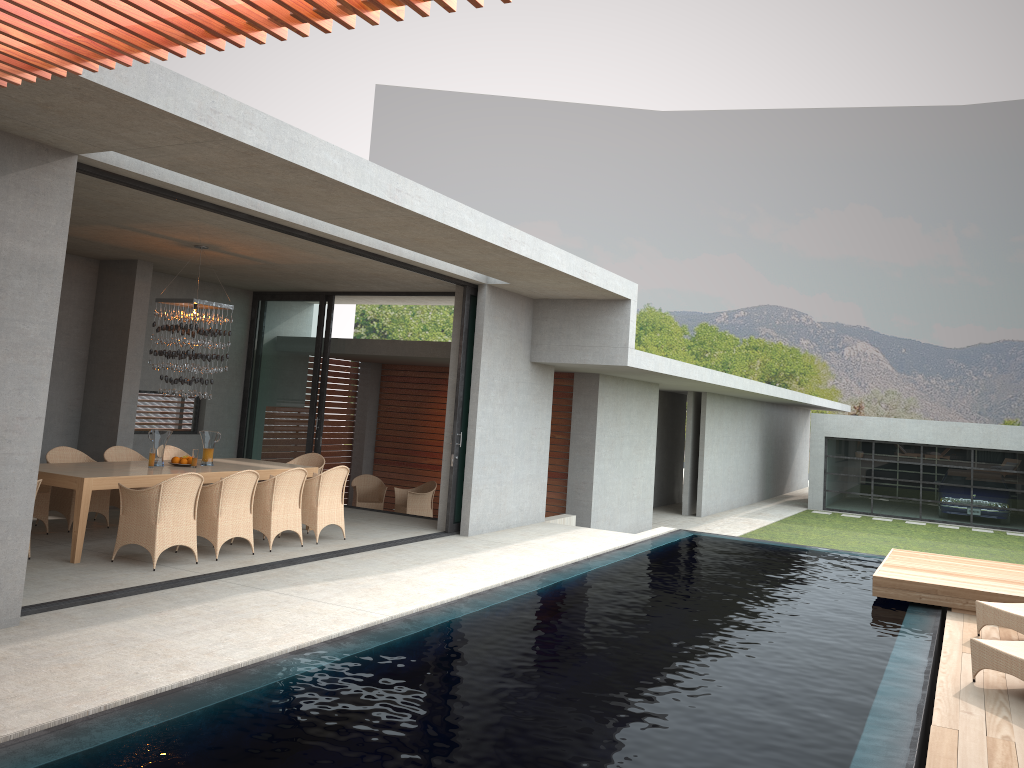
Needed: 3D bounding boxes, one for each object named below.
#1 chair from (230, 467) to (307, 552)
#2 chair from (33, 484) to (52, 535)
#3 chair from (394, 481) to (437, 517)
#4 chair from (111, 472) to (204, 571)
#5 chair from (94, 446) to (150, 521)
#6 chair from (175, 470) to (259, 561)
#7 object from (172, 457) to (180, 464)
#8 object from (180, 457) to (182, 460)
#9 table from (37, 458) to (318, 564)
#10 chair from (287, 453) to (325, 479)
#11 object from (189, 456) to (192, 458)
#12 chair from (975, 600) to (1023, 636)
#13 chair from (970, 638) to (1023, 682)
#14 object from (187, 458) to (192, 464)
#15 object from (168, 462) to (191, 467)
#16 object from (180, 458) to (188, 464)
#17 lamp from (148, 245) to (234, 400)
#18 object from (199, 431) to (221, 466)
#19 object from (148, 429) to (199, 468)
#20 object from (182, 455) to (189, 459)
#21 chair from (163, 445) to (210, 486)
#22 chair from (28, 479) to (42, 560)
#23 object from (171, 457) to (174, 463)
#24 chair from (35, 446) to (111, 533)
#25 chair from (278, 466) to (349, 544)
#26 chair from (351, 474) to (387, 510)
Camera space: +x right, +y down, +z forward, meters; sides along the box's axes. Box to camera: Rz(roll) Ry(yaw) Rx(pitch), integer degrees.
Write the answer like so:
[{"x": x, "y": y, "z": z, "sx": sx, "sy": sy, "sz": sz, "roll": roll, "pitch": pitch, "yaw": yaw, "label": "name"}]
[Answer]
[{"x": -2.578, "y": 1.306, "z": 9.518, "sx": 0.630, "sy": 0.870, "sz": 0.612, "roll": 2, "pitch": -5, "yaw": 27, "label": "chair"}, {"x": -5.207, "y": 1.116, "z": 9.210, "sx": 0.630, "sy": 0.870, "sz": 0.612, "roll": 2, "pitch": -5, "yaw": 27, "label": "chair"}, {"x": -1.652, "y": 2.099, "z": 15.193, "sx": 0.627, "sy": 0.870, "sz": 0.616, "roll": 7, "pitch": -5, "yaw": -32, "label": "chair"}, {"x": -3.255, "y": 1.228, "z": 8.217, "sx": 0.630, "sy": 0.870, "sz": 0.612, "roll": 2, "pitch": -5, "yaw": 27, "label": "chair"}, {"x": -4.531, "y": 1.194, "z": 10.511, "sx": 0.630, "sy": 0.870, "sz": 0.612, "roll": 2, "pitch": -5, "yaw": 27, "label": "chair"}, {"x": -2.917, "y": 1.267, "z": 8.867, "sx": 0.630, "sy": 0.870, "sz": 0.612, "roll": 2, "pitch": -5, "yaw": 27, "label": "chair"}, {"x": -3.697, "y": 0.848, "z": 9.727, "sx": 0.094, "sy": 0.095, "sz": 0.094, "roll": 3, "pitch": -4, "yaw": 18, "label": "object"}, {"x": -3.690, "y": 0.857, "z": 9.876, "sx": 0.081, "sy": 0.082, "sz": 0.080, "roll": 2, "pitch": -4, "yaw": 21, "label": "object"}, {"x": -3.717, "y": 1.284, "z": 9.684, "sx": 1.281, "sy": 0.763, "sz": 3.234, "roll": 3, "pitch": -2, "yaw": 28, "label": "table"}, {"x": -2.810, "y": 1.339, "z": 11.529, "sx": 0.618, "sy": 0.870, "sz": 0.625, "roll": 2, "pitch": -5, "yaw": 27, "label": "chair"}, {"x": -3.605, "y": 0.856, "z": 9.869, "sx": 0.094, "sy": 0.095, "sz": 0.094, "roll": 3, "pitch": -4, "yaw": 16, "label": "object"}, {"x": 4.663, "y": 1.788, "z": 6.707, "sx": 0.699, "sy": 0.833, "sz": 2.284, "roll": 5, "pitch": -2, "yaw": -14, "label": "chair"}, {"x": 3.850, "y": 1.698, "z": 5.251, "sx": 0.699, "sy": 0.833, "sz": 2.284, "roll": 5, "pitch": -2, "yaw": -13, "label": "chair"}, {"x": -3.563, "y": 0.859, "z": 9.787, "sx": 0.087, "sy": 0.088, "sz": 0.086, "roll": 3, "pitch": -4, "yaw": 18, "label": "object"}, {"x": -3.651, "y": 0.892, "z": 9.795, "sx": 0.309, "sy": 0.034, "sz": 0.308, "roll": 4, "pitch": -1, "yaw": -4, "label": "object"}, {"x": -3.610, "y": 0.859, "z": 9.717, "sx": 0.081, "sy": 0.082, "sz": 0.080, "roll": 6, "pitch": -5, "yaw": -33, "label": "object"}, {"x": -3.633, "y": -0.704, "z": 10.069, "sx": 0.618, "sy": 1.770, "sz": 0.614, "roll": 1, "pitch": -6, "yaw": 27, "label": "lamp"}, {"x": -3.461, "y": 0.734, "z": 10.079, "sx": 0.193, "sy": 0.390, "sz": 0.191, "roll": 3, "pitch": -5, "yaw": 9, "label": "object"}, {"x": -3.741, "y": 0.704, "z": 9.639, "sx": 0.325, "sy": 0.389, "sz": 0.537, "roll": 0, "pitch": -5, "yaw": 43, "label": "object"}, {"x": -3.612, "y": 0.814, "z": 9.770, "sx": 0.071, "sy": 0.048, "sz": 0.071, "roll": 5, "pitch": -3, "yaw": -12, "label": "object"}, {"x": -4.193, "y": 1.234, "z": 11.162, "sx": 0.630, "sy": 0.870, "sz": 0.612, "roll": 2, "pitch": -5, "yaw": 27, "label": "chair"}, {"x": -4.672, "y": 1.120, "z": 7.854, "sx": 0.618, "sy": 0.870, "sz": 0.625, "roll": 2, "pitch": -5, "yaw": 27, "label": "chair"}, {"x": -3.737, "y": 0.850, "z": 9.808, "sx": 0.086, "sy": 0.088, "sz": 0.086, "roll": 5, "pitch": -4, "yaw": -12, "label": "object"}, {"x": -4.869, "y": 1.155, "z": 9.861, "sx": 0.630, "sy": 0.870, "sz": 0.612, "roll": 2, "pitch": -5, "yaw": 27, "label": "chair"}, {"x": -2.240, "y": 1.345, "z": 10.168, "sx": 0.630, "sy": 0.870, "sz": 0.612, "roll": 2, "pitch": -5, "yaw": 27, "label": "chair"}, {"x": -2.526, "y": 2.045, "z": 15.461, "sx": 0.616, "sy": 0.870, "sz": 0.627, "roll": 5, "pitch": -5, "yaw": -17, "label": "chair"}]
